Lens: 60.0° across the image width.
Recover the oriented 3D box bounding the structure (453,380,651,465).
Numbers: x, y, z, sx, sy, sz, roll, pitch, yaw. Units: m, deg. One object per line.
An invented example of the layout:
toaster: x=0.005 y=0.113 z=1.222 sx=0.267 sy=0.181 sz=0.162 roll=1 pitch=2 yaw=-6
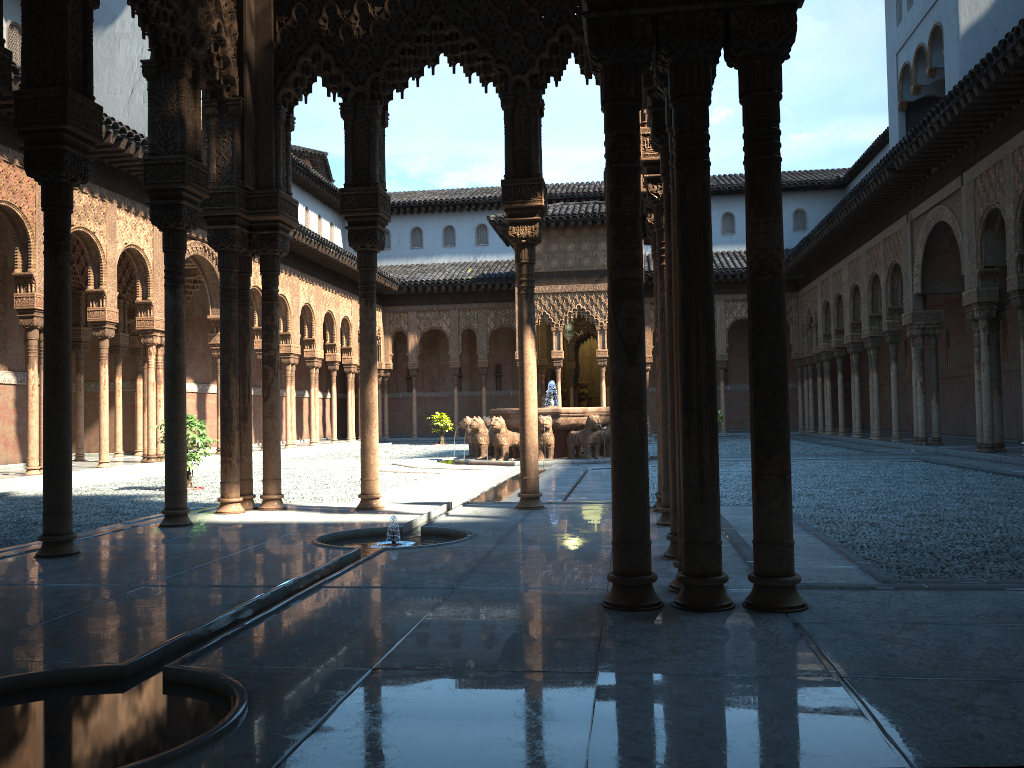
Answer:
structure: x=0.942 y=0.910 z=20.804 sx=4.508 sy=1.991 sz=4.508 roll=-1 pitch=-2 yaw=8
